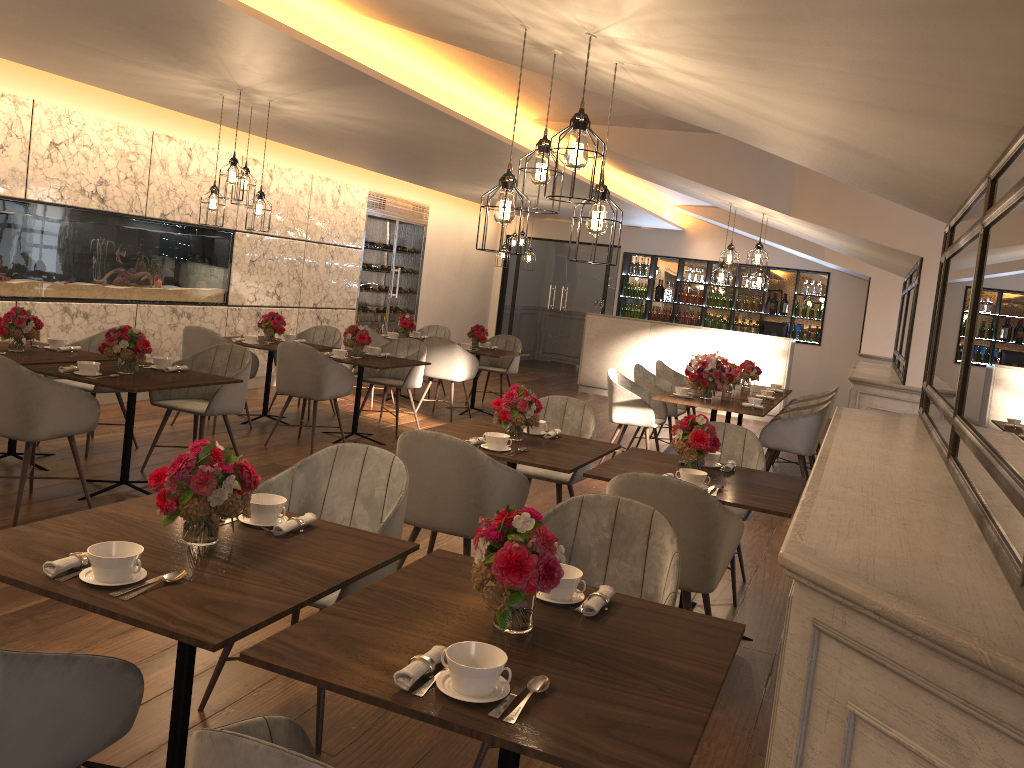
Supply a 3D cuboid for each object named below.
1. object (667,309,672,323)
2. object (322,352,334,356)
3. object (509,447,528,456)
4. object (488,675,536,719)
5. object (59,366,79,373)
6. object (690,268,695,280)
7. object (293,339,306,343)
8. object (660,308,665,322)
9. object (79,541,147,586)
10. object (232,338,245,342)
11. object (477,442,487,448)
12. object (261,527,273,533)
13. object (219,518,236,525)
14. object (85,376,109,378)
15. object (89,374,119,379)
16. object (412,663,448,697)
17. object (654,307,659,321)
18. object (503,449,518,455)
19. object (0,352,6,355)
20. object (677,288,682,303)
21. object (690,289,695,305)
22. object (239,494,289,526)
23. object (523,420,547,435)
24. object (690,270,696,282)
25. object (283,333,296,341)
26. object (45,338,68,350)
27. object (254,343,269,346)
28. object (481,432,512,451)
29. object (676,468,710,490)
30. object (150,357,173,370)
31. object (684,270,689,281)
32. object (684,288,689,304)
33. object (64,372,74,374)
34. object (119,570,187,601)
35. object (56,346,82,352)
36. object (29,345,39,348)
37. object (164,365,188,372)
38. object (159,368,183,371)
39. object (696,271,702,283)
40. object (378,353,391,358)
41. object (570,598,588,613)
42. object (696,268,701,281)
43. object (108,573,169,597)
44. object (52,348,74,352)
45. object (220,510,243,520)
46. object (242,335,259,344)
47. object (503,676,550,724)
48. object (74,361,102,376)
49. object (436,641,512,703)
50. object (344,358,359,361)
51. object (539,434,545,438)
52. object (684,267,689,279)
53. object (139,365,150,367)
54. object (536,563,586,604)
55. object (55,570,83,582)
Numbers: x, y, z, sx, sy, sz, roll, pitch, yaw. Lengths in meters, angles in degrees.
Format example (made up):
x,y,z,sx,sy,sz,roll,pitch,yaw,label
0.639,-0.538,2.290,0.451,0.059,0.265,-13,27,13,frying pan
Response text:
x,y,z,sx,sy,sz,roll,pitch,yaw,label
2.612,-1.123,14.673,0.065,0.260,0.066,7,4,0,object
-1.553,-0.250,7.467,0.056,0.039,0.176,9,7,21,object
0.034,0.324,4.231,0.043,0.015,0.197,9,7,17,object
0.003,0.614,1.749,0.022,0.004,0.211,9,7,21,object
-2.518,-0.086,5.081,0.056,0.039,0.176,9,7,21,object
2.964,-1.800,14.489,0.069,0.208,0.040,8,4,21,object
-1.994,-0.399,8.301,0.056,0.039,0.176,9,7,21,object
2.510,-1.139,14.713,0.065,0.260,0.066,7,4,0,object
-0.943,0.428,2.101,0.148,0.072,0.149,6,6,-11,object
-2.399,-0.389,7.807,0.056,0.039,0.176,9,7,21,object
-0.146,0.291,4.293,0.025,0.024,0.193,9,7,21,object
-0.682,0.420,2.642,0.025,0.024,0.193,9,7,21,object
-0.834,0.407,2.686,0.022,0.004,0.211,9,7,21,object
-2.333,-0.041,5.035,0.022,0.004,0.211,9,7,21,object
-2.303,-0.041,5.016,0.043,0.015,0.197,9,7,17,object
-0.146,0.581,1.791,0.025,0.024,0.193,9,7,21,object
2.408,-1.156,14.754,0.065,0.260,0.066,7,4,0,object
0.003,0.324,4.251,0.022,0.004,0.211,9,7,21,object
-3.155,-0.181,5.359,0.043,0.015,0.197,10,7,25,object
2.770,-1.462,14.605,0.065,0.260,0.066,7,4,0,object
2.973,-1.429,14.523,0.065,0.260,0.066,7,4,0,object
-0.749,0.383,2.679,0.148,0.072,0.149,6,6,-11,object
0.121,0.235,4.831,0.148,0.072,0.149,6,6,-11,object
2.960,-1.764,14.492,0.070,0.189,0.041,8,4,21,object
-2.097,-0.433,8.342,0.148,0.072,0.149,4,7,-26,object
-3.061,-0.268,5.956,0.148,0.072,0.149,7,6,-1,object
-2.184,-0.344,7.742,0.043,0.015,0.197,9,7,17,object
-0.074,0.279,4.253,0.148,0.072,0.149,6,6,-11,object
0.795,0.422,3.904,0.148,0.072,0.149,6,6,-11,object
-2.216,-0.130,5.616,0.148,0.072,0.149,7,6,-1,object
2.868,-1.779,14.529,0.070,0.189,0.041,8,4,21,object
2.871,-1.445,14.564,0.065,0.260,0.066,7,4,0,object
-2.483,-0.074,5.077,0.025,0.024,0.193,9,7,21,object
-0.836,0.472,2.079,0.043,0.015,0.197,9,7,17,object
-2.958,-0.235,5.915,0.056,0.039,0.176,9,7,21,object
-3.176,-0.256,5.981,0.043,0.015,0.197,9,7,17,object
-2.113,-0.096,5.575,0.056,0.039,0.176,9,7,21,object
-2.149,-0.094,5.579,0.025,0.024,0.193,9,7,21,object
3.053,-1.749,14.454,0.070,0.189,0.041,8,4,21,object
-1.149,-0.260,7.961,0.056,0.039,0.176,9,7,21,object
0.188,0.562,2.292,0.025,0.024,0.193,9,7,21,object
3.057,-1.785,14.452,0.069,0.208,0.040,8,4,21,object
-0.866,0.472,2.099,0.022,0.004,0.211,9,7,21,object
-2.994,-0.232,5.919,0.025,0.024,0.193,9,7,21,object
-0.856,0.397,2.702,0.043,0.015,0.197,10,7,25,object
-2.292,-0.389,7.764,0.148,0.072,0.149,4,7,-26,object
0.034,0.615,1.729,0.043,0.015,0.197,9,7,17,object
-2.411,-0.086,5.038,0.148,0.072,0.149,7,6,-1,object
-0.074,0.570,1.751,0.148,0.072,0.149,6,6,-11,object
-1.339,-0.206,7.402,0.043,0.015,0.197,9,7,17,object
0.188,0.271,4.794,0.025,0.024,0.193,9,7,21,object
2.872,-1.815,14.527,0.069,0.208,0.040,8,4,21,object
-2.330,-0.117,5.641,0.043,0.015,0.197,9,7,17,object
0.121,0.526,2.329,0.148,0.072,0.149,6,6,-11,object
-1.016,0.439,2.141,0.025,0.024,0.193,9,7,21,object
